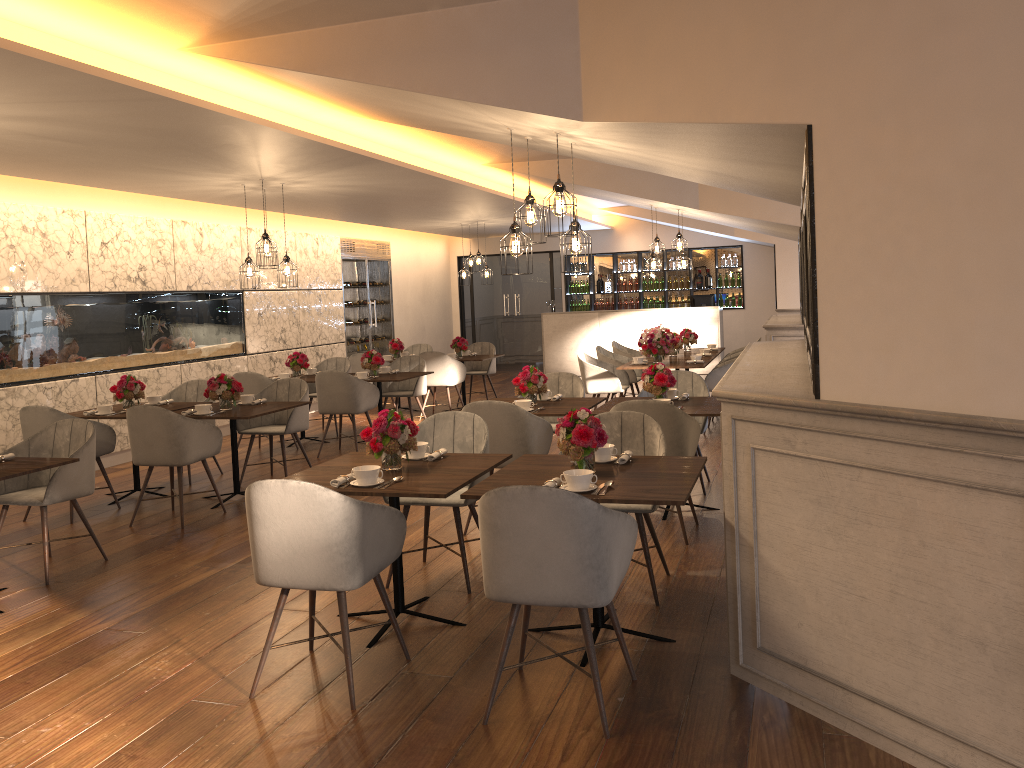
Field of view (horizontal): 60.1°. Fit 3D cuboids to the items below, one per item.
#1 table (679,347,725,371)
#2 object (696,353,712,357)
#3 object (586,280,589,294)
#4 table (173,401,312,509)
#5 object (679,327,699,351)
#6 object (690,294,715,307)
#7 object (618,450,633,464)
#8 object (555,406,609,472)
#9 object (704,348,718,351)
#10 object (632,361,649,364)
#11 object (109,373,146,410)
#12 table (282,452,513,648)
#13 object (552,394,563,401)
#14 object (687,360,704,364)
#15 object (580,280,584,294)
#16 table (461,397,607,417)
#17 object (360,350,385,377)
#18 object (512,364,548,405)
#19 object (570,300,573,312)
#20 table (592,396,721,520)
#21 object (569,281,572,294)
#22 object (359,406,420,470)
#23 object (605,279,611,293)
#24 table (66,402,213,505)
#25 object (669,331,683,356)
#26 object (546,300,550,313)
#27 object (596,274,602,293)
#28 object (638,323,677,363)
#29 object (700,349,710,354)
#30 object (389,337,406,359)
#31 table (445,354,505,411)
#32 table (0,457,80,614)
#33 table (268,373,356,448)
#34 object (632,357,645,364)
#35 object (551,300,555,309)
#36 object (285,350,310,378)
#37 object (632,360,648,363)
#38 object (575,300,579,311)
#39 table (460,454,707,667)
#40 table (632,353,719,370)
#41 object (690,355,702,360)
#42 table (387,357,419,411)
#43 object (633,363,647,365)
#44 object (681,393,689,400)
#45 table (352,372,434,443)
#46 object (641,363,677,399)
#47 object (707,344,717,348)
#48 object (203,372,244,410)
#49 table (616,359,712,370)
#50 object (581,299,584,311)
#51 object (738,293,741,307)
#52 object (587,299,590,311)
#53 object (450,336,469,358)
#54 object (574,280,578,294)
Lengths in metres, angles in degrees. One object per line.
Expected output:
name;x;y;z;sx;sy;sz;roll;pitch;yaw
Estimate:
table;2.227;-0.063;11.238;0.896;0.719;0.900;-1;5;18
object;2.199;-0.334;10.145;0.175;0.039;0.056;-1;5;18
object;1.430;-1.844;16.772;0.065;0.261;0.066;-3;3;-3
table;-2.187;0.555;6.985;0.896;0.719;0.900;-1;5;18
object;2.206;-0.572;11.174;0.305;0.300;0.234;-4;4;-25
object;3.147;-1.306;14.577;0.408;0.328;0.130;-3;3;-5
object;0.528;0.341;4.117;0.056;0.039;0.176;-1;6;18
object;0.318;0.239;3.914;0.234;0.300;0.306;-3;4;-7
object;2.472;-0.431;10.996;0.175;0.039;0.056;-1;5;18
object;1.393;-0.236;9.592;0.192;0.024;0.025;-1;4;18
object;-3.152;0.057;7.259;0.234;0.300;0.306;-1;4;20
table;-0.544;0.763;4.172;0.896;0.719;0.900;-1;5;18
object;0.336;0.100;6.614;0.056;0.039;0.176;-1;6;18
object;1.915;-0.233;9.258;0.175;0.039;0.056;-1;5;18
object;1.325;-1.843;16.806;0.065;0.261;0.066;-3;3;-3
table;0.164;0.512;6.383;0.896;0.719;0.900;-1;5;18
object;-1.469;-0.230;9.389;0.235;0.300;0.305;-6;5;-39
object;0.128;-0.001;6.397;0.234;0.300;0.306;0;5;37
object;1.130;-1.479;16.889;0.065;0.261;0.066;-3;3;-3
table;1.077;0.501;6.088;0.896;0.719;0.900;-1;5;18
object;1.114;-1.840;16.874;0.065;0.261;0.066;-3;3;-3
object;-0.579;0.251;4.190;0.234;0.300;0.306;0;5;37
object;1.804;-1.857;16.649;0.108;0.281;0.108;-4;3;-26
table;-3.100;0.566;7.279;0.896;0.719;0.900;-1;5;18
object;1.889;-0.480;10.419;0.234;0.300;0.306;0;5;37
object;0.627;-1.332;15.214;0.065;0.207;0.065;-2;3;9
object;1.645;-1.895;16.704;0.104;0.359;0.104;-3;3;-10
object;1.570;-0.444;9.573;0.419;0.424;0.407;-2;4;6
object;2.233;-0.363;10.252;0.148;0.072;0.148;-5;6;-29
object;-1.564;-0.493;12.062;0.234;0.300;0.306;-3;4;-7
table;-0.646;0.007;11.793;0.896;0.719;0.900;-1;5;18
table;-2.942;0.823;4.628;0.896;0.719;0.900;-1;5;18
table;-2.314;0.287;9.731;0.896;0.719;0.900;-1;5;18
object;1.359;-0.252;9.518;0.148;0.072;0.148;-5;6;-29
object;0.709;-1.333;15.192;0.065;0.207;0.146;-2;4;9
object;-2.364;-0.223;9.707;0.305;0.300;0.235;1;5;40
object;1.394;-0.247;9.627;0.175;0.039;0.056;-1;5;18
object;1.235;-1.480;16.855;0.065;0.261;0.066;-3;3;-3
table;0.369;0.753;3.878;0.896;0.719;0.900;-1;5;18
table;1.941;0.038;10.345;0.896;0.719;0.900;-1;5;18
object;1.949;-0.262;9.366;0.148;0.072;0.148;-5;6;-29
table;-1.559;0.018;12.087;0.896;0.719;0.900;-1;5;18
object;1.344;-0.211;9.406;0.197;0.015;0.043;-1;6;14
object;1.236;0.089;6.325;0.056;0.039;0.176;-1;6;18
table;-1.401;0.276;9.437;0.896;0.719;0.900;-1;5;18
object;1.025;-0.013;6.121;0.234;0.300;0.306;-3;4;-7
object;2.506;-0.460;11.104;0.148;0.072;0.148;-5;6;-29
object;-2.254;0.049;6.939;0.305;0.300;0.235;-3;4;-4
table;1.655;0.140;9.451;0.896;0.719;0.900;-1;5;18
object;1.341;-1.482;16.821;0.065;0.261;0.066;-3;3;-3
object;4.093;-1.514;15.935;0.065;0.261;0.066;-3;3;-3
object;1.446;-1.483;16.787;0.065;0.261;0.066;-3;3;-3
object;-0.711;-0.503;11.795;0.234;0.300;0.306;-4;4;-25
object;1.219;-1.842;16.840;0.065;0.261;0.066;-3;3;-3
